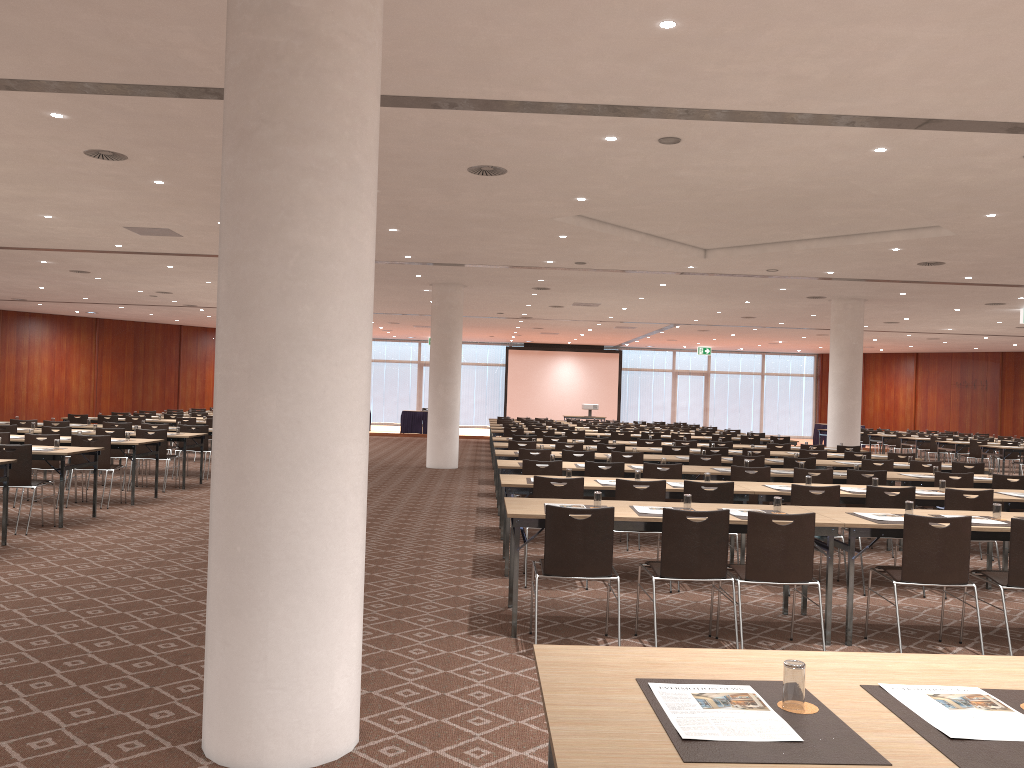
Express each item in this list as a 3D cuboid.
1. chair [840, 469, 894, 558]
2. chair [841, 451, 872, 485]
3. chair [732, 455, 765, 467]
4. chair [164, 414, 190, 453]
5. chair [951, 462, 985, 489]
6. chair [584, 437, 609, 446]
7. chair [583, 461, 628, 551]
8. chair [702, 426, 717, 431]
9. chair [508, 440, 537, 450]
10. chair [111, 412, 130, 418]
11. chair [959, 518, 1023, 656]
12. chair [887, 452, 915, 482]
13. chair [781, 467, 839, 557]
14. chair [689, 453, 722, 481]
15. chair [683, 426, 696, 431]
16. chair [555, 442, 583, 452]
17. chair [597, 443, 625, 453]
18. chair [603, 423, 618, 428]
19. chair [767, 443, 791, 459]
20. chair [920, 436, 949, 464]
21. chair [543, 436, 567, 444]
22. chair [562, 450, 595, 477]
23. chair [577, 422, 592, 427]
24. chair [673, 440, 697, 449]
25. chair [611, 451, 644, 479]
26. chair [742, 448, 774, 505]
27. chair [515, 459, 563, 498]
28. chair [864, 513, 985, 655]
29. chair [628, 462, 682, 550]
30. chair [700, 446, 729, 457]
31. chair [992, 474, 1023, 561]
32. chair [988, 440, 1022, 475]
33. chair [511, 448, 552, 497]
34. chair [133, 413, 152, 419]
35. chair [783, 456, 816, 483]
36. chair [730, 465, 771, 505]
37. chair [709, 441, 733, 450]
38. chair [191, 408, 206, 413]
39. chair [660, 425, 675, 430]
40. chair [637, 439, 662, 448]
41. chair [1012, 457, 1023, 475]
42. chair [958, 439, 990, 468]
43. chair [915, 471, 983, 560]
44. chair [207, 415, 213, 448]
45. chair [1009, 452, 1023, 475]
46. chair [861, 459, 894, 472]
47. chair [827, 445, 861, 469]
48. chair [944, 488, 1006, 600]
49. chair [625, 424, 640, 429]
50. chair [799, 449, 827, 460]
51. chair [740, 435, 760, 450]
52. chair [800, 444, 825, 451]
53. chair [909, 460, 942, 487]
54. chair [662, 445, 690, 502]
[{"bbox_3d":[3.881,1.409,9.886,0.535,0.939,0.614,2,0,1],"label":"chair"},{"bbox_3d":[5.332,1.513,13.899,0.535,0.939,0.614,2,0,-4],"label":"chair"},{"bbox_3d":[3.110,1.412,11.905,0.535,0.939,0.614,2,0,-4],"label":"chair"},{"bbox_3d":[-7.990,1.175,21.020,0.535,0.939,0.614,2,0,-3],"label":"chair"},{"bbox_3d":[6.055,1.509,11.955,0.535,0.939,0.614,2,0,0],"label":"chair"},{"bbox_3d":[1.480,1.414,15.856,0.535,0.939,0.614,2,0,0],"label":"chair"},{"bbox_3d":[0.992,1.313,9.796,0.535,0.939,0.614,2,0,0],"label":"chair"},{"bbox_3d":[5.615,1.683,25.413,0.535,0.939,0.614,2,0,0],"label":"chair"},{"bbox_3d":[0.141,1.341,13.813,0.535,0.939,0.614,2,0,-2],"label":"chair"},{"bbox_3d":[-9.234,1.135,21.041,0.535,0.939,0.614,2,0,-3],"label":"chair"},{"bbox_3d":[3.400,1.337,5.869,0.535,0.939,0.614,2,0,-3],"label":"chair"},{"bbox_3d":[6.041,1.537,13.956,0.535,0.939,0.614,2,0,-1],"label":"chair"},{"bbox_3d":[3.271,1.388,9.832,0.535,0.939,0.614,2,0,-1],"label":"chair"},{"bbox_3d":[2.522,1.392,11.845,0.535,0.939,0.614,2,0,-4],"label":"chair"},{"bbox_3d":[5.011,1.664,25.429,0.535,0.939,0.614,2,0,-5],"label":"chair"},{"bbox_3d":[0.857,1.364,13.794,0.535,0.939,0.614,2,0,-3],"label":"chair"},{"bbox_3d":[1.511,1.385,13.779,0.535,0.939,0.614,2,0,1],"label":"chair"},{"bbox_3d":[2.773,1.589,25.359,0.535,0.939,0.614,2,0,-4],"label":"chair"},{"bbox_3d":[4.709,1.520,15.880,0.535,0.939,0.614,2,0,-2],"label":"chair"},{"bbox_3d":[11.294,1.845,23.684,0.535,0.939,0.614,2,0,-2],"label":"chair"},{"bbox_3d":[0.733,1.388,15.756,0.535,0.939,0.614,2,0,-4],"label":"chair"},{"bbox_3d":[0.845,1.335,11.757,0.535,0.939,0.614,2,0,-3],"label":"chair"},{"bbox_3d":[2.040,1.564,25.301,0.535,0.939,0.614,2,0,0],"label":"chair"},{"bbox_3d":[3.045,1.465,15.863,0.535,0.939,0.614,2,0,-2],"label":"chair"},{"bbox_3d":[1.495,1.358,11.855,0.535,0.939,0.614,2,0,-4],"label":"chair"},{"bbox_3d":[3.763,1.461,13.884,0.535,0.939,0.614,2,0,-1],"label":"chair"},{"bbox_3d":[0.308,1.289,9.740,0.535,0.939,0.614,2,0,-2],"label":"chair"},{"bbox_3d":[2.738,1.315,5.891,0.535,0.939,0.614,2,0,1],"label":"chair"},{"bbox_3d":[1.623,1.334,9.858,0.535,0.939,0.614,2,0,-4],"label":"chair"},{"bbox_3d":[3.106,1.438,13.829,0.535,0.939,0.614,2,0,-1],"label":"chair"},{"bbox_3d":[5.475,1.461,9.901,0.535,0.939,0.614,2,0,-1],"label":"chair"},{"bbox_3d":[11.994,1.839,21.564,0.535,0.939,0.614,2,0,0],"label":"chair"},{"bbox_3d":[0.275,1.317,11.774,0.535,0.939,0.614,2,0,-5],"label":"chair"},{"bbox_3d":[-8.662,1.152,20.918,0.535,0.939,0.614,2,0,1],"label":"chair"},{"bbox_3d":[3.772,1.433,11.849,0.535,0.939,0.614,2,0,-3],"label":"chair"},{"bbox_3d":[2.594,1.366,9.846,0.535,0.939,0.614,2,0,0],"label":"chair"},{"bbox_3d":[3.690,1.487,15.925,0.535,0.939,0.614,2,0,-5],"label":"chair"},{"bbox_3d":[-9.507,1.209,26.976,0.535,0.939,0.614,2,0,-4],"label":"chair"},{"bbox_3d":[4.400,1.643,25.375,0.535,0.939,0.614,2,0,-2],"label":"chair"},{"bbox_3d":[2.411,1.443,15.808,0.535,0.939,0.614,2,0,1],"label":"chair"},{"bbox_3d":[12.660,1.862,21.666,0.535,0.939,0.614,2,0,-3],"label":"chair"},{"bbox_3d":[11.312,1.818,21.683,0.535,0.939,0.614,2,0,-1],"label":"chair"},{"bbox_3d":[4.871,1.442,9.959,0.535,0.939,0.614,2,0,0],"label":"chair"},{"bbox_3d":[-6.960,1.208,20.971,0.535,0.939,0.614,2,0,1],"label":"chair"},{"bbox_3d":[11.392,1.791,19.544,0.535,0.939,0.614,2,0,0],"label":"chair"},{"bbox_3d":[4.827,1.468,11.917,0.535,0.939,0.614,2,0,-2],"label":"chair"},{"bbox_3d":[5.958,1.561,15.919,0.535,0.939,0.614,2,0,-4],"label":"chair"},{"bbox_3d":[3.963,1.383,7.888,0.535,0.939,0.614,2,0,-3],"label":"chair"},{"bbox_3d":[3.405,1.611,25.421,0.535,0.939,0.614,2,0,-5],"label":"chair"},{"bbox_3d":[4.672,1.492,13.955,0.535,0.939,0.614,2,0,0],"label":"chair"},{"bbox_3d":[5.147,1.583,19.396,0.535,0.939,0.614,2,0,-3],"label":"chair"},{"bbox_3d":[5.324,1.541,15.934,0.535,0.939,0.614,2,0,-2],"label":"chair"},{"bbox_3d":[5.491,1.491,11.980,0.535,0.939,0.614,2,0,-4],"label":"chair"},{"bbox_3d":[2.512,1.420,13.887,0.535,0.939,0.614,2,0,-4],"label":"chair"}]
